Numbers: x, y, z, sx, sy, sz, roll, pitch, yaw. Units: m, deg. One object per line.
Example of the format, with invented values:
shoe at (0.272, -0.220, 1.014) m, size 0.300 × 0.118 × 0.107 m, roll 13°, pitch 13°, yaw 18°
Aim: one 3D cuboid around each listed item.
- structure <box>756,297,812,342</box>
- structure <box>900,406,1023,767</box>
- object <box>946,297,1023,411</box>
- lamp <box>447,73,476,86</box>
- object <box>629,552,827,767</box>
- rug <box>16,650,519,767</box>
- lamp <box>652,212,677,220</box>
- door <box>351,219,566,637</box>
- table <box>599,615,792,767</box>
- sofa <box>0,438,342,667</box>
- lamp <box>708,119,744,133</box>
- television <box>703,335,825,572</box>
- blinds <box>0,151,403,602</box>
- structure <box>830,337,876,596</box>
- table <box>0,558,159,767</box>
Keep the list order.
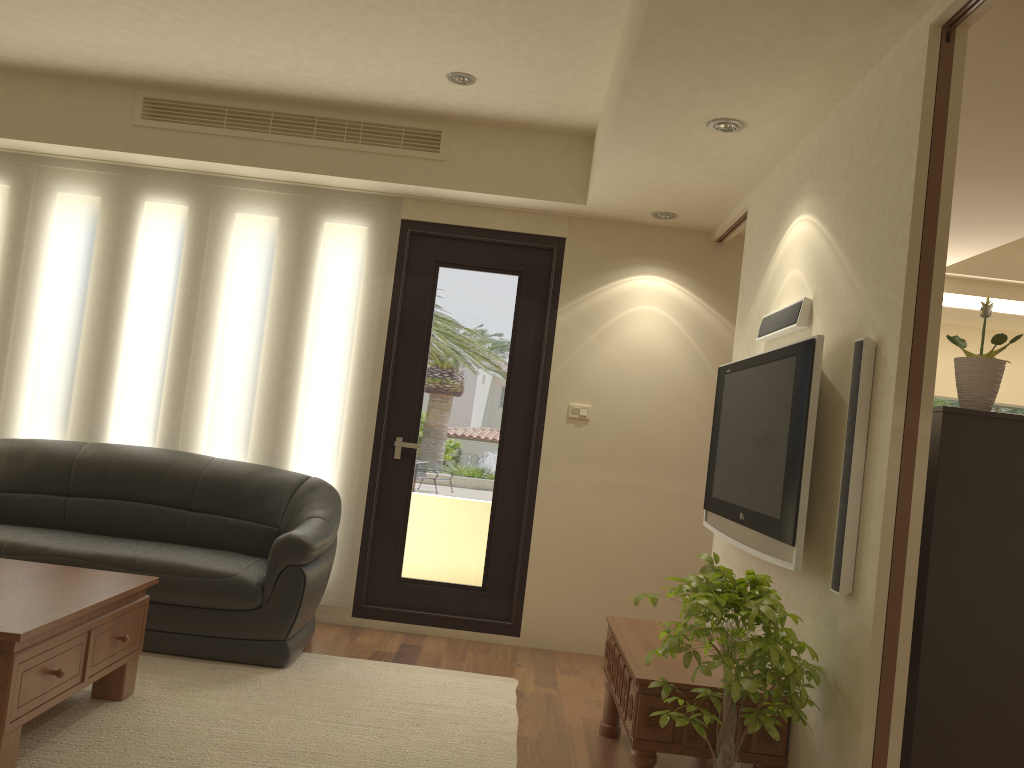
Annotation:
structure at (1.084, -0.253, 3.563) m, size 0.048 × 0.111 × 0.559 m, roll 7°, pitch -3°, yaw 1°
structure at (1.620, 0.895, 3.396) m, size 0.792 × 1.502 × 1.493 m, roll 7°, pitch -3°, yaw 1°
object at (1.503, -0.091, 2.837) m, size 0.215 × 0.375 × 0.209 m, roll 5°, pitch -3°, yaw 24°
lamp at (-0.253, -1.559, 4.481) m, size 0.143 × 0.059 × 0.143 m, roll 6°, pitch -3°, yaw 6°
object at (0.643, 1.010, 2.703) m, size 0.528 × 0.957 × 0.565 m, roll 4°, pitch -4°, yaw 43°
rug at (-1.754, 1.246, 3.361) m, size 3.592 × 0.011 × 2.482 m, roll 7°, pitch -3°, yaw 1°
lamp at (0.880, -0.989, 5.117) m, size 0.143 × 0.059 × 0.143 m, roll 6°, pitch -3°, yaw 6°
door at (-0.313, 0.250, 5.380) m, size 1.011 × 2.420 × 0.118 m, roll 7°, pitch -3°, yaw 1°
table at (0.657, 1.287, 3.460) m, size 0.538 × 0.493 × 1.009 m, roll 7°, pitch -3°, yaw 1°
sofa at (-2.124, 0.801, 4.717) m, size 2.337 × 0.918 × 0.944 m, roll 7°, pitch -3°, yaw 1°
lamp at (0.872, -1.068, 3.608) m, size 0.143 × 0.059 × 0.143 m, roll 6°, pitch -3°, yaw 6°
television at (0.986, 0.268, 3.519) m, size 0.110 × 0.778 × 1.377 m, roll 7°, pitch -3°, yaw 1°
blinds at (-2.211, -0.086, 5.349) m, size 2.830 × 2.453 × 0.002 m, roll 7°, pitch -3°, yaw 1°
structure at (1.020, 0.243, 2.651) m, size 0.036 × 0.764 × 0.079 m, roll 7°, pitch -3°, yaw 1°
table at (-2.093, 0.956, 3.203) m, size 1.213 × 0.482 × 1.045 m, roll 7°, pitch -3°, yaw 1°
